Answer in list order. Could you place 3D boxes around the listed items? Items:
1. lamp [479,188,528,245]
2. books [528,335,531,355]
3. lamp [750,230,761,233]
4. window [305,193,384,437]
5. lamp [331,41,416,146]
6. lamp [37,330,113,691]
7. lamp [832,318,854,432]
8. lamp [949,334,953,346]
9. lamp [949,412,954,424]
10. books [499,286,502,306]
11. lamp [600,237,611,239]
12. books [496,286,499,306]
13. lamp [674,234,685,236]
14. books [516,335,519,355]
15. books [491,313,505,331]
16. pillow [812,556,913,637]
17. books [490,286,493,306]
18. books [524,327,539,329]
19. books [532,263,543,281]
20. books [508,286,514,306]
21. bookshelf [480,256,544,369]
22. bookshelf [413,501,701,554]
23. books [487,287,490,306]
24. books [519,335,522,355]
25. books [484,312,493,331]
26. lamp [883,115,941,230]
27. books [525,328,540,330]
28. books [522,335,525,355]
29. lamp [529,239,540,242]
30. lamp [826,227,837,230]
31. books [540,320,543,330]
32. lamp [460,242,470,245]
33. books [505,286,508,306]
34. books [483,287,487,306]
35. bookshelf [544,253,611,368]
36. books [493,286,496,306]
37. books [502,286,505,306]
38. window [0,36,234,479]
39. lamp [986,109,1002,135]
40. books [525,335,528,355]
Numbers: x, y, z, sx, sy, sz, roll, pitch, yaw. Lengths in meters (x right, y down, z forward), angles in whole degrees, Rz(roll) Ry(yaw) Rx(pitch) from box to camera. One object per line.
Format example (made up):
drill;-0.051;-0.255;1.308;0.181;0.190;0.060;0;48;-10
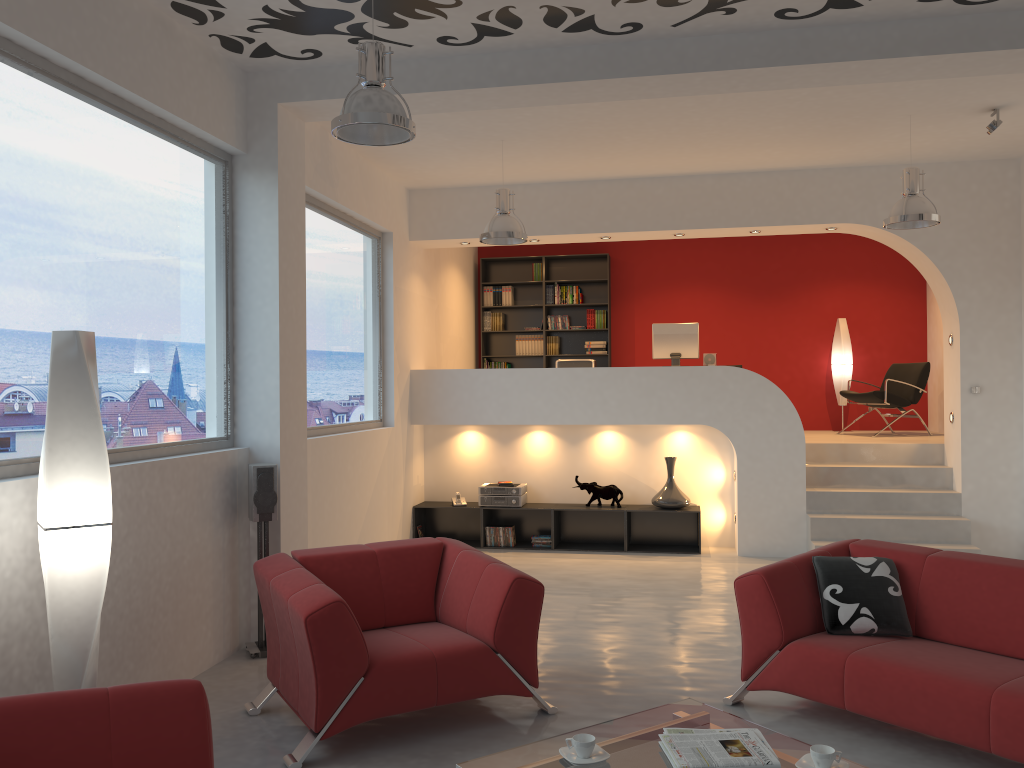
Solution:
lamp;-0.070;-1.522;6.975;0.379;0.800;0.379;0;0;-18
books;0.244;-0.493;11.372;0.040;0.260;0.200;-1;0;11
lamp;2.281;-1.425;8.316;0.105;0.011;0.105;0;0;0
window;-1.465;-0.505;7.041;0.100;1.800;2.400;-1;0;11
lamp;-0.630;-1.531;4.028;0.379;0.800;0.379;-1;0;40
lamp;-1.657;0.690;3.361;0.313;1.779;0.313;0;0;3
lamp;3.943;-0.108;10.590;0.237;1.349;0.237;-1;0;19
lamp;3.955;-0.395;7.994;0.011;0.105;0.105;-1;0;11
lamp;3.960;0.304;7.991;0.011;0.105;0.105;-1;0;11
books;-0.130;-1.122;11.445;0.040;0.260;0.200;-1;0;11
lamp;0.906;-1.412;8.577;0.105;0.011;0.105;0;0;0
books;-0.170;-1.121;11.452;0.040;0.260;0.200;-1;0;11
lamp;1.594;-1.419;8.446;0.105;0.011;0.105;0;0;0
books;0.085;-0.491;11.402;0.040;0.260;0.200;-1;0;11
books;-0.184;-0.794;11.466;0.146;0.240;0.170;-1;0;11
pillow;1.668;1.010;4.238;0.402;0.343;0.288;0;0;3
books;-0.249;-1.120;11.467;0.040;0.260;0.200;-1;0;11
books;0.257;-0.716;11.390;0.190;0.015;0.135;-1;0;11
books;0.347;-1.417;11.366;0.146;0.240;0.170;-1;0;11
books;-0.010;-1.123;11.422;0.040;0.260;0.200;-1;0;11
bookshelf;0.033;-0.503;11.379;0.816;2.213;0.305;-1;0;11
bookshelf;0.425;1.388;8.647;2.764;0.397;0.405;-1;0;11
books;-0.289;-1.120;11.475;0.040;0.260;0.200;-1;0;11
books;0.125;-0.491;11.394;0.040;0.260;0.200;-1;0;11
books;-0.302;-0.801;11.489;0.090;0.256;0.181;-1;0;11
lamp;2.886;-1.549;6.413;0.379;0.800;0.379;0;0;-18
books;0.275;-0.701;11.387;0.190;0.015;0.135;-1;0;11
books;0.164;-0.492;11.387;0.040;0.260;0.200;-1;0;11
lamp;0.219;-1.406;8.708;0.105;0.011;0.105;0;0;0
lamp;2.950;-1.431;8.188;0.105;0.011;0.105;0;0;0
books;0.397;-0.773;11.364;0.063;0.187;0.135;-1;0;11
lamp;-0.469;-1.399;8.839;0.105;0.011;0.105;-1;0;15
books;-0.050;-1.122;11.429;0.040;0.260;0.200;-1;0;11
books;-0.329;-1.120;11.483;0.040;0.260;0.200;-1;0;11
bookshelf;0.835;-0.511;11.226;0.816;2.213;0.305;-1;0;11
books;-0.210;-1.121;11.460;0.040;0.260;0.200;-1;0;11
books;-0.090;-1.122;11.437;0.040;0.260;0.200;-1;0;11
window;-1.988;-0.513;4.290;0.100;1.800;2.400;-1;0;11
lamp;3.427;-1.862;6.300;0.118;0.176;0.112;0;0;-37
books;0.204;-0.492;11.379;0.040;0.260;0.200;-1;0;11
